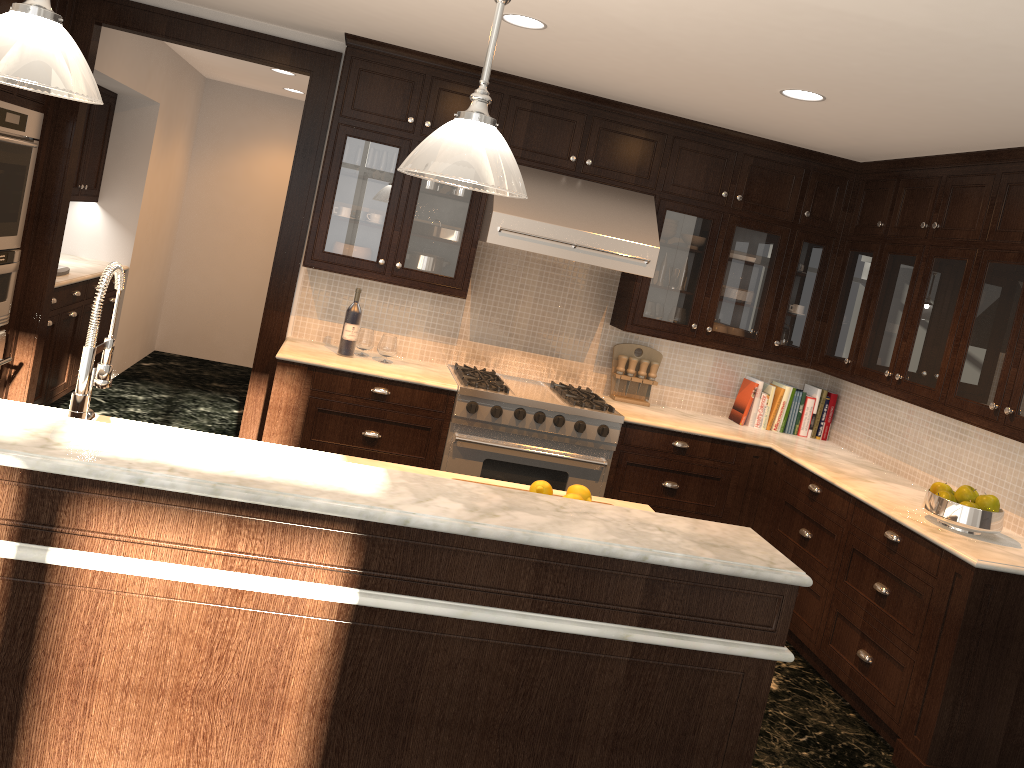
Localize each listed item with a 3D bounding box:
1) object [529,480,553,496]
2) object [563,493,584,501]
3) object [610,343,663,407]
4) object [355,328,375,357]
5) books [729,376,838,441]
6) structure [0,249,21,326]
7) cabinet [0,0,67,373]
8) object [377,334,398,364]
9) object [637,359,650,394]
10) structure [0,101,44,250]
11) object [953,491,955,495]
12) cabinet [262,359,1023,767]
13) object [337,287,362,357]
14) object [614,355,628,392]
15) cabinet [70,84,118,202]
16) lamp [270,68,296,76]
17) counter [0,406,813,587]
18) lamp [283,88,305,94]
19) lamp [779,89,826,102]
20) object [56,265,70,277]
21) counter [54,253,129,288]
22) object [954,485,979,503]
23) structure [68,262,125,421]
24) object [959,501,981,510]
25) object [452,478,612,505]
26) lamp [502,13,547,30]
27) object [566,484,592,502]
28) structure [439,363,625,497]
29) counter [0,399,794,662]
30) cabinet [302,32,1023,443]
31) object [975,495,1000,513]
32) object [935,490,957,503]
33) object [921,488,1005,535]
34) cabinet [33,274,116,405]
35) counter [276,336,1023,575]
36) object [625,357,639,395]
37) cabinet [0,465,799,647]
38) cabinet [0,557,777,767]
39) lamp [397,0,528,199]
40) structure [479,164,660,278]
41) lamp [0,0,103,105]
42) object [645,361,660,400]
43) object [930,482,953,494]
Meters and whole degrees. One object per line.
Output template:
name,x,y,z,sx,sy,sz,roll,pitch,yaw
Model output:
object,0.090,0.334,2.727,0.079,0.073,0.083,9,7,-23
object,0.180,0.364,2.651,0.081,0.071,0.083,12,7,0
object,0.746,-0.061,5.324,0.315,0.347,0.111,11,4,-11
object,-0.821,-0.230,4.909,0.112,0.150,0.114,10,6,-19
books,1.686,0.135,5.499,0.601,0.309,0.196,11,5,-11
structure,-2.819,-0.488,4.156,0.663,0.386,0.772,11,8,-11
cabinet,-2.655,-0.759,3.673,0.754,2.406,1.864,11,6,-11
object,-0.685,-0.191,4.847,0.112,0.150,0.114,10,6,-19
object,0.779,-0.040,5.322,0.061,0.224,0.062,9,5,-41
structure,-2.659,-1.018,4.129,0.611,0.696,0.767,11,7,-11
object,1.908,0.510,3.872,0.092,0.094,0.091,14,7,20
cabinet,0.426,0.704,4.259,3.356,0.875,2.344,11,8,-11
object,-0.866,-0.337,4.786,0.094,0.375,0.095,13,4,4
object,0.646,-0.063,5.296,0.061,0.227,0.062,10,5,-29
cabinet,-3.069,-1.627,5.697,0.431,0.821,1.879,11,8,-12
lamp,-1.710,-2.412,6.646,0.197,0.136,0.200,11,7,-6
counter,-0.706,0.174,1.940,2.844,0.032,0.332,10,9,-11
lamp,-1.888,-2.618,7.693,0.196,0.136,0.201,7,9,-36
lamp,1.278,-1.319,3.839,0.199,0.136,0.198,15,8,24
object,-2.978,-0.909,5.460,0.446,0.404,0.348,11,6,-11
counter,-3.116,-0.770,5.777,0.706,0.032,1.879,10,9,-11
object,1.941,0.483,3.768,0.091,0.099,0.097,8,7,-34
structure,-1.065,-0.055,2.267,0.051,0.527,0.246,11,5,-12
object,1.915,0.540,3.701,0.092,0.097,0.092,14,6,18
object,0.099,0.393,2.664,0.665,0.021,0.390,10,9,-11
lamp,0.061,-1.545,3.607,0.196,0.136,0.200,5,10,-46
object,0.210,0.352,2.766,0.083,0.071,0.081,13,7,4
structure,0.029,0.412,4.996,0.902,0.833,0.727,11,6,-11
counter,-0.812,0.281,2.306,2.858,0.032,1.067,10,9,-11
cabinet,0.750,-0.780,4.167,3.355,1.247,2.336,11,8,-11
object,1.989,0.509,3.696,0.090,0.098,0.094,7,8,-40
object,1.855,0.505,3.779,0.100,0.096,0.092,13,6,7
object,1.932,0.557,3.790,0.317,0.121,0.323,10,9,-17
cabinet,-2.882,-0.333,5.862,0.057,0.741,1.814,11,8,-12
counter,0.522,0.261,4.230,3.356,0.032,2.344,10,9,-11
object,0.709,-0.047,5.308,0.061,0.236,0.062,9,5,-41
cabinet,-0.736,0.261,1.944,2.826,0.152,0.296,10,8,-11
cabinet,-0.902,0.709,2.339,2.837,0.907,1.038,11,7,-11
lamp,-0.035,-0.856,2.086,0.318,0.778,0.319,12,4,3
structure,0.317,-0.939,4.934,0.927,0.474,0.647,11,7,-11
lamp,-0.984,-1.031,1.906,0.318,0.778,0.319,12,4,3
object,0.842,-0.022,5.334,0.062,0.236,0.060,16,5,42
object,1.871,0.478,3.852,0.092,0.098,0.092,6,8,-43
